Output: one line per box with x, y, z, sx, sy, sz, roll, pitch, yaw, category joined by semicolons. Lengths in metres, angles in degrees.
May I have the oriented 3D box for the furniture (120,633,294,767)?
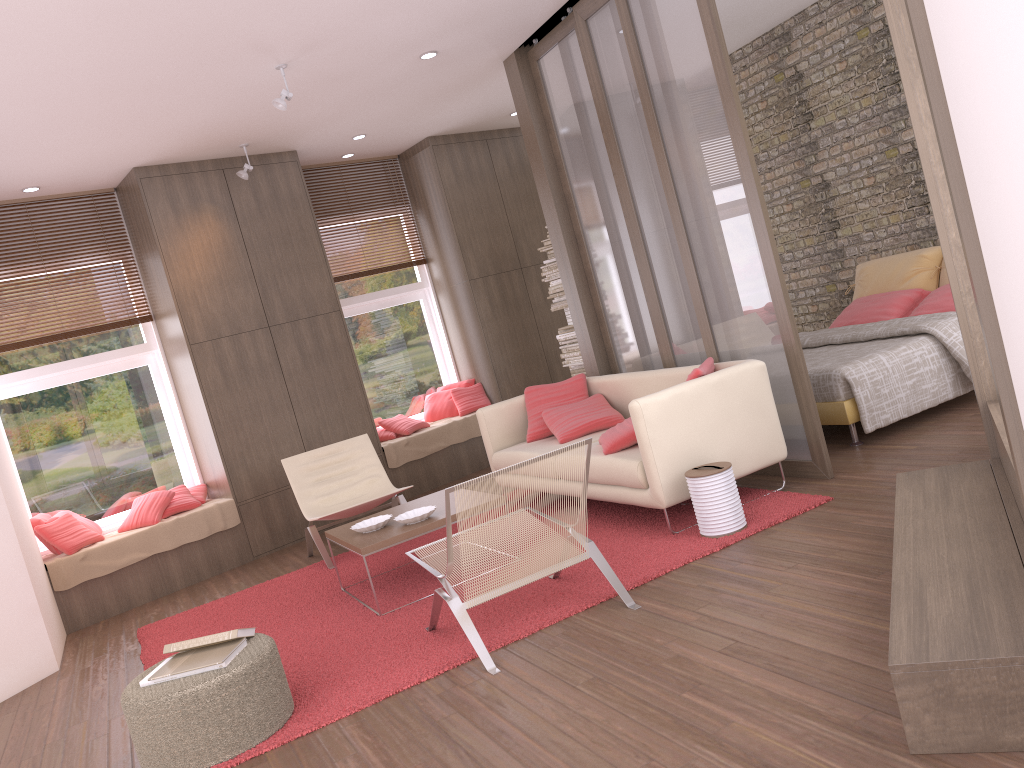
-1.220;1.277;3.578;0.596;0.328;0.596;-15;4;1;furniture

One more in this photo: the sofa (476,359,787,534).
0.649;0.380;5.722;0.919;0.751;2.204;-17;4;-24;sofa

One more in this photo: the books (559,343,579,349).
0.725;-0.403;8.183;0.399;0.020;0.510;-17;4;-24;books

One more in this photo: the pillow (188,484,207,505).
-2.717;0.956;7.342;0.397;0.150;0.373;-16;4;-8;pillow

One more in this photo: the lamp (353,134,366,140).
-1.357;-2.193;7.875;0.119;0.010;0.119;-15;4;1;lamp

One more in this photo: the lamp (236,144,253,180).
-2.160;-1.780;7.132;0.158;0.275;0.102;-17;4;-17;lamp

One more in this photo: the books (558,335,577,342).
0.693;-0.468;8.156;0.346;0.025;0.442;-19;5;-39;books

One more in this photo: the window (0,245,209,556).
-3.469;0.095;7.144;1.407;2.229;0.160;-18;5;-37;window

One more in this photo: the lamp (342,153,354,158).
-1.565;-2.179;8.457;0.119;0.010;0.119;-15;4;1;lamp

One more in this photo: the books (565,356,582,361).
0.800;-0.297;8.130;0.423;0.025;0.566;-17;4;-24;books

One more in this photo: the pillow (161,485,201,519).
-2.739;0.952;7.107;0.403;0.200;0.354;-18;5;-29;pillow

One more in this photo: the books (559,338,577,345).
0.724;-0.448;8.184;0.368;0.028;0.469;-19;5;-39;books

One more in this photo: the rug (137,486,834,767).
-0.407;1.101;5.191;3.344;0.016;2.938;-17;4;-24;rug

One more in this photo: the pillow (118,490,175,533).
-2.869;0.992;6.961;0.389;0.234;0.356;-14;4;13;pillow

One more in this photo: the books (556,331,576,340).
0.694;-0.502;8.175;0.364;0.038;0.469;-19;5;-39;books

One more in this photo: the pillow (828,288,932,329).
2.935;-0.578;7.243;0.538;0.264;0.831;-17;4;-24;pillow

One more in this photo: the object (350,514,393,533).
-0.788;0.798;5.007;0.249;0.043;0.251;-12;5;36;object

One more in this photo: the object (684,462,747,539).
1.026;0.578;4.468;0.239;0.341;0.239;-15;4;8;object

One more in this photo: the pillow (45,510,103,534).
-3.358;1.097;6.832;0.270;0.279;0.485;-16;4;-10;pillow

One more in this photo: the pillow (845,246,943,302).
3.200;-0.806;7.430;0.355;0.527;1.019;-17;4;-24;pillow

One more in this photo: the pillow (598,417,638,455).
0.728;0.239;5.201;0.467;0.224;0.507;-15;4;3;pillow

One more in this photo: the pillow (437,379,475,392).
-0.572;0.160;9.039;0.484;0.334;0.193;-14;4;16;pillow

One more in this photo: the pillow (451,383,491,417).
-0.410;0.152;8.818;0.357;0.278;0.264;-17;4;-16;pillow

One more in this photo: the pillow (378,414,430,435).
-1.032;0.384;8.455;0.354;0.200;0.403;-13;5;30;pillow

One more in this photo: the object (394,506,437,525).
-0.531;0.735;4.909;0.249;0.043;0.251;-16;4;-12;object

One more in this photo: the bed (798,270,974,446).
2.622;-0.279;6.610;2.360;0.861;2.219;-17;4;-24;bed

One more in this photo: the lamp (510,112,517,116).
0.041;-2.633;8.625;0.119;0.010;0.119;-19;6;-44;lamp

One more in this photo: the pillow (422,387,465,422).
-0.691;0.211;8.916;0.485;0.279;0.270;-15;4;12;pillow

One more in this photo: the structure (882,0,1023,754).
1.353;-0.697;2.756;0.845;2.881;2.039;-13;4;26;structure

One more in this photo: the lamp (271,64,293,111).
-1.456;-1.860;5.581;0.158;0.275;0.102;-17;4;-17;lamp

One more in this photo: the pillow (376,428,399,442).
-1.251;0.472;8.444;0.373;0.150;0.397;-15;4;10;pillow

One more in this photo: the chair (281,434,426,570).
-1.169;0.828;6.472;0.739;0.767;0.860;-17;4;-24;chair

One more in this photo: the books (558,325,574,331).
0.696;-0.574;8.179;0.450;0.022;0.364;-13;4;26;books

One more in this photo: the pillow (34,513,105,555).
-3.262;1.103;6.544;0.264;0.278;0.357;-14;4;18;pillow

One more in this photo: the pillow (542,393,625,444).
0.484;0.238;6.138;0.507;0.224;0.467;-16;4;-12;pillow

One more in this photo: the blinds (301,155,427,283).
-1.546;-1.617;8.686;1.373;1.138;0.042;-18;5;-37;blinds

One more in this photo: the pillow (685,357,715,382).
0.994;0.089;5.073;0.379;0.377;0.498;-13;4;26;pillow

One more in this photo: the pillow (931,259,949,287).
3.562;-0.836;6.613;0.366;0.557;1.021;-17;4;-24;pillow

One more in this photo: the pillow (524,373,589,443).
0.325;0.173;6.439;0.498;0.377;0.379;-15;4;11;pillow

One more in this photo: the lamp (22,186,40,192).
-3.654;-1.478;6.737;0.119;0.010;0.119;-15;4;1;lamp

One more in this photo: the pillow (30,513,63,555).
-3.481;1.131;6.708;0.193;0.334;0.484;-16;4;-15;pillow

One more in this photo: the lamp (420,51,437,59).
-0.579;-2.282;6.157;0.119;0.010;0.119;-16;4;-10;lamp

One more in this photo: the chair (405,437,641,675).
-0.037;0.698;3.975;0.739;0.762;0.853;-17;4;-24;chair

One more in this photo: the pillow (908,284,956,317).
3.284;-0.613;6.479;0.540;0.261;0.834;-17;4;-24;pillow

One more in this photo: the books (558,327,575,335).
0.717;-0.548;8.149;0.341;0.038;0.518;-19;5;-39;books

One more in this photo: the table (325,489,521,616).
-0.537;0.937;5.153;0.850;0.378;0.850;-17;4;-24;table

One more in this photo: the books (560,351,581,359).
0.743;-0.324;8.192;0.410;0.046;0.522;-17;4;-24;books

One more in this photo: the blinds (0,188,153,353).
-3.677;-0.904;6.987;1.373;1.142;0.042;-18;5;-37;blinds

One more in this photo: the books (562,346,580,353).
0.763;-0.378;8.178;0.421;0.046;0.542;-17;4;-24;books

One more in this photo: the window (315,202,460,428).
-1.335;-0.615;8.835;1.407;2.229;0.160;-18;5;-37;window
